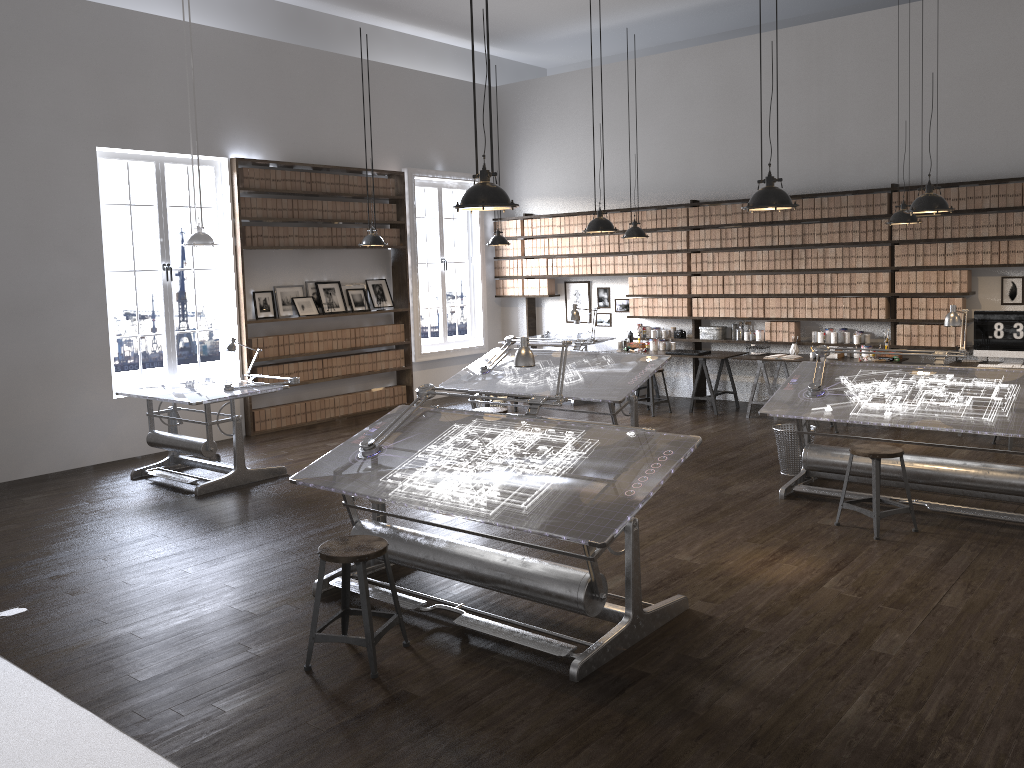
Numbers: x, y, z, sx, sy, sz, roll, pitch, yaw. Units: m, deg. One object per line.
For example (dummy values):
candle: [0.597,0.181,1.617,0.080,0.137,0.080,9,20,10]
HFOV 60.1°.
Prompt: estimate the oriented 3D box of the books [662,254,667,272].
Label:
books: [1.934,-1.504,11.007,0.067,0.225,0.175,2,7,39]

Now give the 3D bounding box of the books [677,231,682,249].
books: [2.091,-1.758,10.854,0.067,0.224,0.175,2,7,39]

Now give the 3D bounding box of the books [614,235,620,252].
books: [1.395,-1.810,11.420,0.067,0.225,0.175,2,7,39]

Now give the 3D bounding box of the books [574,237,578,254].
books: [0.901,-1.848,11.827,0.067,0.224,0.175,2,7,39]

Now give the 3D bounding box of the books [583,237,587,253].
books: [1.013,-1.840,11.738,0.067,0.225,0.175,2,7,39]

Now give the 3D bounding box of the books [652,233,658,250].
books: [1.827,-1.777,11.068,0.067,0.225,0.175,2,7,39]

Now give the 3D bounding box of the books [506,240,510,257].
books: [-0.006,-1.922,12.570,0.067,0.224,0.175,2,7,39]

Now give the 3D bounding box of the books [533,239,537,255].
books: [0.367,-1.888,12.259,0.067,0.225,0.175,2,7,39]

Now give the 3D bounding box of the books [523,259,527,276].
books: [0.232,-1.633,12.398,0.067,0.225,0.175,2,7,39]

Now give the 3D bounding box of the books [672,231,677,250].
books: [2.043,-1.762,10.895,0.067,0.224,0.175,2,7,39]

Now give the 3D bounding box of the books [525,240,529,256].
books: [0.257,-1.896,12.354,0.067,0.225,0.175,2,7,39]

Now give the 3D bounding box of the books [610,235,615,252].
books: [1.342,-1.815,11.471,0.067,0.224,0.175,2,7,39]

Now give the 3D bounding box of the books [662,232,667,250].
books: [1.939,-1.770,10.983,0.067,0.225,0.175,2,7,39]

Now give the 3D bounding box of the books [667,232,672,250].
books: [1.989,-1.765,10.934,0.067,0.225,0.175,2,7,39]

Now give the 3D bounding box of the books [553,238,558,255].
books: [0.638,-1.867,12.040,0.067,0.225,0.175,2,7,39]

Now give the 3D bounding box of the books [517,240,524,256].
books: [0.154,-1.910,12.441,0.067,0.225,0.175,2,7,39]

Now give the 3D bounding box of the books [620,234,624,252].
books: [1.457,-1.806,11.377,0.067,0.225,0.175,2,7,39]

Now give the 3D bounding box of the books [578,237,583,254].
books: [0.956,-1.843,11.779,0.067,0.225,0.175,2,7,39]

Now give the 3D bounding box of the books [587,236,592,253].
books: [1.068,-1.836,11.695,0.067,0.225,0.175,2,7,39]

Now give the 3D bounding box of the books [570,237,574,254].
books: [0.853,-1.852,11.868,0.067,0.224,0.175,2,7,39]

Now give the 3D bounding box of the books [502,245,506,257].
books: [-0.055,-1.926,12.608,0.067,0.224,0.175,2,7,39]

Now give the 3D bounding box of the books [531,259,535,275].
books: [0.347,-1.625,12.313,0.067,0.225,0.175,2,7,39]

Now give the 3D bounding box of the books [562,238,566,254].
books: [0.750,-1.860,11.954,0.067,0.225,0.175,2,7,39]

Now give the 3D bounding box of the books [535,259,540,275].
books: [0.400,-1.621,12.268,0.067,0.225,0.175,2,7,39]

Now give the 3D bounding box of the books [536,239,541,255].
books: [0.418,-1.884,12.223,0.067,0.224,0.175,2,7,39]

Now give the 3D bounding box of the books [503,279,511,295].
books: [-0.041,-1.380,12.659,0.067,0.224,0.175,2,7,39]

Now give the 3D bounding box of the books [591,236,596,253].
books: [1.120,-1.831,11.648,0.067,0.225,0.175,2,7,39]

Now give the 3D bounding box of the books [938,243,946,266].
books: [4.388,-1.318,9.002,0.067,0.225,0.175,2,7,39]

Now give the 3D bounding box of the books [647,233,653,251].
books: [1.772,-1.782,11.115,0.067,0.224,0.175,2,7,39]

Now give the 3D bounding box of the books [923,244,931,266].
books: [4.284,-1.327,9.096,0.067,0.225,0.175,2,7,39]

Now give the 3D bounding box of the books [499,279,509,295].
books: [-0.102,-1.384,12.702,0.067,0.225,0.175,2,7,39]

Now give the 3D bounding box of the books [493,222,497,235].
books: [-0.184,-2.209,12.680,0.067,0.225,0.175,2,7,39]

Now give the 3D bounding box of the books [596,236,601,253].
books: [1.174,-1.827,11.600,0.067,0.225,0.175,2,7,39]

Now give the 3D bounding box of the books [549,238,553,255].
books: [0.586,-1.872,12.089,0.067,0.225,0.175,2,7,39]

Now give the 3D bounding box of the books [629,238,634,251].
books: [1.566,-1.798,11.287,0.067,0.225,0.175,2,7,39]

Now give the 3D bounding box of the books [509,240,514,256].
books: [0.043,-1.918,12.524,0.067,0.225,0.175,2,7,39]

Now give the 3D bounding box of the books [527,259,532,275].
books: [0.291,-1.629,12.354,0.067,0.225,0.175,2,7,39]

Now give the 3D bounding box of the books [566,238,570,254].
books: [0.799,-1.855,11.906,0.067,0.225,0.175,2,7,39]

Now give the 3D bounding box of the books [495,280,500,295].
books: [-0.157,-1.389,12.754,0.067,0.225,0.175,2,7,39]

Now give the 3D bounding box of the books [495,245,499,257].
books: [-0.165,-1.934,12.700,0.067,0.225,0.175,2,7,39]

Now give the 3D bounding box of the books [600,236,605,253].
books: [1.229,-1.822,11.554,0.067,0.225,0.175,2,7,39]

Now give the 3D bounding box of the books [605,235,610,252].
books: [1.281,-1.819,11.517,0.067,0.224,0.175,2,7,39]

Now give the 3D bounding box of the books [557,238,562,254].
books: [0.696,-1.864,11.999,0.067,0.225,0.175,2,7,39]

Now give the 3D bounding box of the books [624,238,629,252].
books: [1.509,-1.802,11.328,0.067,0.225,0.175,2,7,39]

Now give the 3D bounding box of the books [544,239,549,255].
books: [0.524,-1.876,12.132,0.067,0.225,0.175,2,7,39]

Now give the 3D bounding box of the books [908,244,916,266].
books: [4.169,-1.334,9.180,0.067,0.225,0.175,2,7,39]

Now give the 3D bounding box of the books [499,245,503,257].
books: [-0.113,-1.930,12.652,0.067,0.225,0.175,2,7,39]

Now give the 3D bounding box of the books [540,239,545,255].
books: [0.471,-1.881,12.183,0.067,0.224,0.175,2,7,39]

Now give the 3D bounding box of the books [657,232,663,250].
books: [1.884,-1.774,11.026,0.067,0.225,0.175,2,7,39]

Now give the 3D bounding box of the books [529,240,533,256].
books: [0.311,-1.892,12.305,0.067,0.225,0.175,2,7,39]

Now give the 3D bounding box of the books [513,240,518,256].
books: [0.099,-1.915,12.486,0.067,0.225,0.175,2,7,39]

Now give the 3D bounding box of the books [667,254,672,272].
books: [1.990,-1.501,10.969,0.067,0.225,0.175,2,7,39]

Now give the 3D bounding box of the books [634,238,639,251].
books: [1.621,-1.794,11.242,0.067,0.225,0.175,2,7,39]

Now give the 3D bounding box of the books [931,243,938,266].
books: [4.336,-1.322,9.050,0.067,0.225,0.175,2,7,39]

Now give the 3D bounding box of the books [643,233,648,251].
books: [1.724,-1.786,11.156,0.067,0.224,0.175,2,7,39]

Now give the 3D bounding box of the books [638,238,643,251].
books: [1.670,-1.789,11.195,0.067,0.225,0.175,2,7,39]
